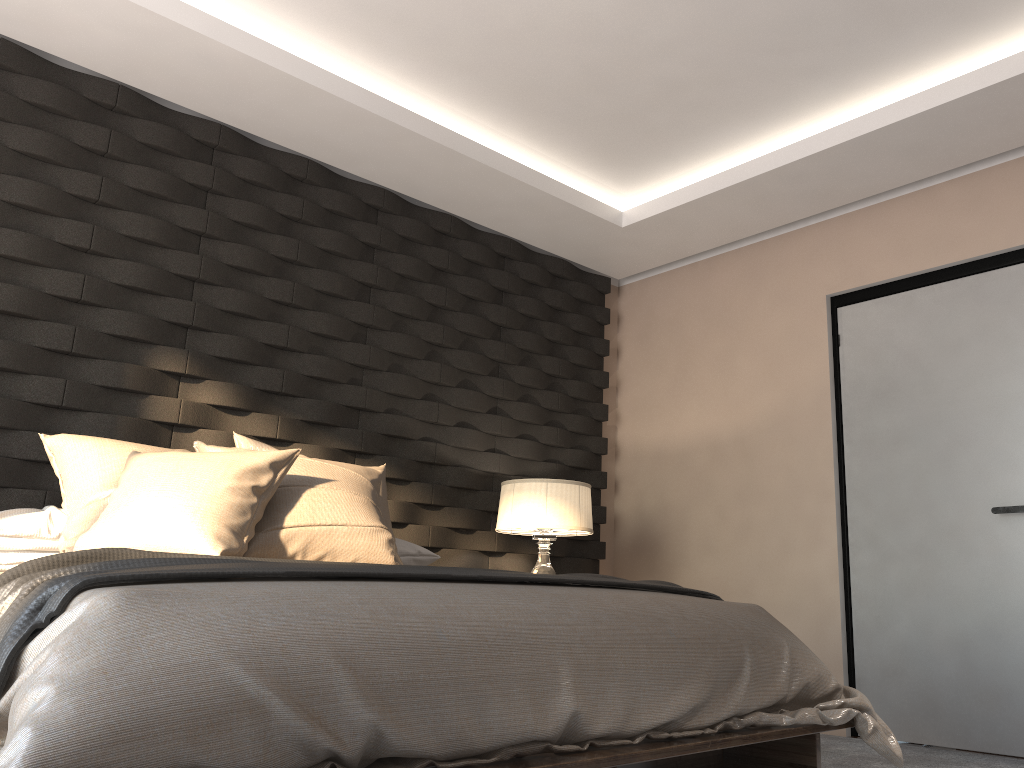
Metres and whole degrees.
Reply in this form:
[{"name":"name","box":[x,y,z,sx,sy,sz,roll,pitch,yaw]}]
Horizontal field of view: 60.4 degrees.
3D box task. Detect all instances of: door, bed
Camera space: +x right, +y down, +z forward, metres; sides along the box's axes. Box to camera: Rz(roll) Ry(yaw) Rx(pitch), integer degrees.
[{"name":"door","box":[1.919,0.500,3.908,0.162,2.100,0.946,15,-19,-40]},{"name":"bed","box":[-0.503,0.852,2.475,2.408,0.626,2.171,14,-19,-41]}]

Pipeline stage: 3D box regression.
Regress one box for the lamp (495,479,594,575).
[{"name":"lamp","box":[0.151,0.791,4.156,0.459,0.633,0.471,0,-14,9]}]

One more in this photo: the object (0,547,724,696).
[{"name":"object","box":[-0.201,0.609,2.213,2.157,0.323,0.586,14,-19,-42]}]

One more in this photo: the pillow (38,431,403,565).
[{"name":"pillow","box":[-0.761,0.364,2.851,1.322,0.520,0.852,13,-18,-40]}]
